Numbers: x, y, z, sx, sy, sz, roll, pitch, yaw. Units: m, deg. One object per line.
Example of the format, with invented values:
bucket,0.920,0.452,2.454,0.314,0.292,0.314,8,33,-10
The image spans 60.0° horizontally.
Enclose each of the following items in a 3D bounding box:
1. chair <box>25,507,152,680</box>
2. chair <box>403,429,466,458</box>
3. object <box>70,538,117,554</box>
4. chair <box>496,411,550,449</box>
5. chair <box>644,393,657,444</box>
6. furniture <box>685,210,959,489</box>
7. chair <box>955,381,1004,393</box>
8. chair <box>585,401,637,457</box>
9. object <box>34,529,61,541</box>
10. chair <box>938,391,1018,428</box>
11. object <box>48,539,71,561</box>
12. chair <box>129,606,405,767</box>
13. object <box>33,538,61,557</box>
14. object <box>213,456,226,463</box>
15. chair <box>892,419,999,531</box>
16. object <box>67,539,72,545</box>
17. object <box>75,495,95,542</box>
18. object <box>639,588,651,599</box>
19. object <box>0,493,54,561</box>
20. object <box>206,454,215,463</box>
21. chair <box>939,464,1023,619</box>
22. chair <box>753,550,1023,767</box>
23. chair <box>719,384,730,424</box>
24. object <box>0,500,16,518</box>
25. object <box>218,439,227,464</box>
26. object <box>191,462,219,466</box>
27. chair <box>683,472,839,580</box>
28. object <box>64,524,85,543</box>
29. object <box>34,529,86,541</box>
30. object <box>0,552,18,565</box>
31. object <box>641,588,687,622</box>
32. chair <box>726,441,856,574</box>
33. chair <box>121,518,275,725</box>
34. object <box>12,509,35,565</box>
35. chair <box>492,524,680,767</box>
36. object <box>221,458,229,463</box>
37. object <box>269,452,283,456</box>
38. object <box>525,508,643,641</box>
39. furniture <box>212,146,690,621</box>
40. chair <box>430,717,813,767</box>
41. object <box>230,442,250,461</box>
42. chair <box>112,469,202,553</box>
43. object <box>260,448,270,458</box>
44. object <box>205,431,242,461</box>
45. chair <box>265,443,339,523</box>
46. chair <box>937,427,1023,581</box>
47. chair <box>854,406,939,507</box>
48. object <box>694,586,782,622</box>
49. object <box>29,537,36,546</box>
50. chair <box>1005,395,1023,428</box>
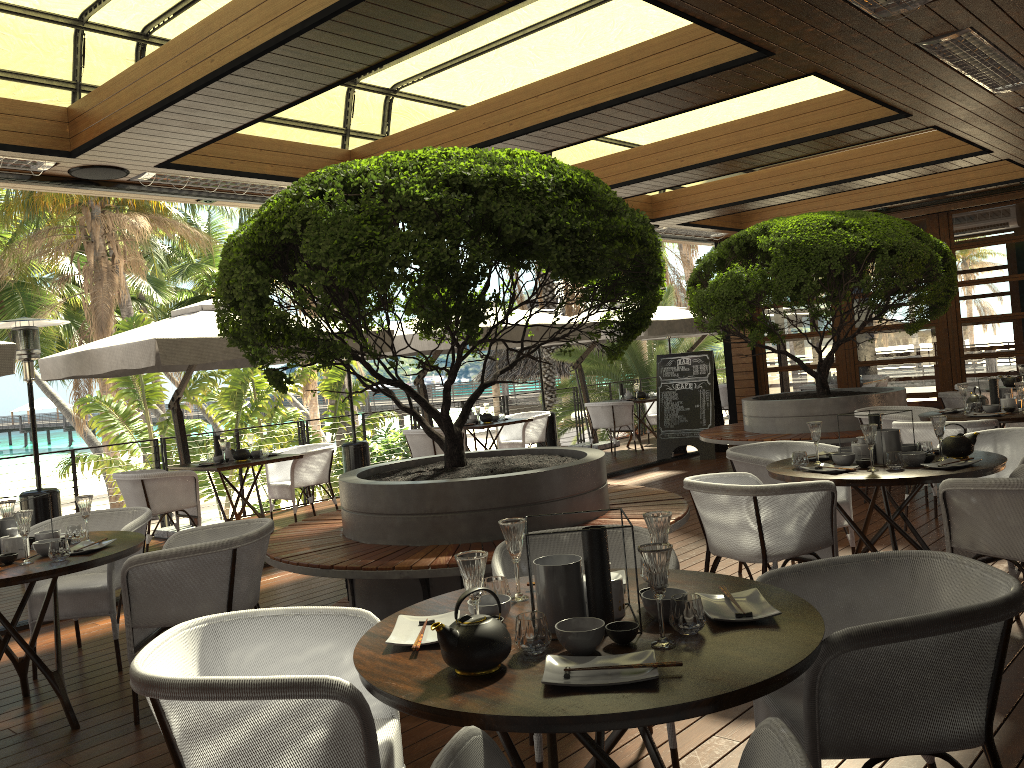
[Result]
chair,-2.328,1.134,4.950,0.627,0.788,0.617,-5,1,-2
chair,-0.906,0.897,10.351,0.627,0.788,0.617,-5,1,43
object,-1.949,0.750,4.089,0.170,0.025,0.295,-5,1,3
chair,0.191,0.776,11.529,0.627,0.788,0.617,-5,1,43
chair,2.486,0.522,14.070,0.627,0.788,0.617,-5,1,43
furniture,3.176,-0.384,9.154,2.568,2.722,2.720,-5,1,7
chair,5.244,0.372,9.683,0.628,0.788,0.616,-5,1,-17
chair,1.428,0.638,12.936,0.627,0.788,0.617,-5,1,43
object,-2.261,0.752,4.322,0.116,0.065,0.116,-5,1,25
chair,4.589,0.450,8.704,0.617,0.788,0.627,-5,1,-17
object,-1.969,0.725,3.856,0.086,0.086,0.086,-5,1,-37
chair,-0.614,1.039,2.323,0.617,0.788,0.627,-5,1,-2
object,-2.107,0.745,4.023,0.116,0.065,0.116,-5,1,2
object,-2.746,0.711,8.325,0.116,0.065,0.116,-4,1,41
chair,3.094,0.631,6.316,0.617,0.788,0.627,-5,1,-42
object,-2.104,0.753,4.150,0.080,0.042,0.080,-4,1,32
object,-2.045,0.650,4.256,0.082,0.227,0.082,-5,0,4
object,0.380,0.573,2.367,0.080,0.042,0.080,-5,1,0
object,-2.311,0.662,4.076,0.263,0.264,0.263,-5,1,-2
object,-2.842,0.707,8.383,0.086,0.086,0.086,-6,1,-43
chair,2.327,0.749,3.907,0.628,0.788,0.616,-5,1,-27
chair,1.004,0.897,2.349,0.617,0.788,0.627,-5,1,-2
chair,3.673,0.390,15.422,0.627,0.788,0.617,-5,1,43
object,-2.462,0.685,4.336,0.082,0.227,0.082,-5,0,-13
object,-2.660,0.622,8.181,0.082,0.227,0.082,-5,0,43
object,-2.814,0.740,8.176,0.294,0.025,0.170,-4,2,42
chair,1.219,0.836,4.367,0.617,0.788,0.627,-5,1,-27
object,-2.128,0.729,4.316,0.086,0.086,0.086,-4,1,44
object,-2.333,0.775,4.490,0.294,0.025,0.170,-5,1,-2
object,-2.207,0.768,3.886,0.080,0.042,0.080,-5,1,-3
object,0.388,0.563,2.247,0.116,0.065,0.116,-5,1,22
chair,1.695,0.772,5.446,0.628,0.788,0.616,-5,1,-27
chair,-1.401,1.071,4.121,0.617,0.788,0.627,-5,1,-2
object,-2.114,0.665,3.848,0.082,0.227,0.082,-5,0,-13
chair,0.271,0.946,3.099,0.627,0.788,0.617,-5,1,-2
object,-2.672,0.717,8.259,0.080,0.042,0.080,-5,1,4
object,-2.400,0.692,8.737,0.294,0.025,0.170,-4,2,42
object,0.176,0.482,2.281,0.263,0.264,0.263,-5,1,1
furniture,-0.343,0.003,5.361,2.614,2.722,2.697,-5,1,33
chair,0.196,0.987,1.436,0.627,0.788,0.617,-5,1,8
object,-2.565,0.636,8.392,0.163,0.179,0.168,-4,1,44
chair,-3.152,1.146,7.863,0.627,0.788,0.617,-5,1,43
object,-2.379,0.663,8.526,0.086,0.086,0.086,-6,1,-43
object,-2.789,0.609,8.596,0.263,0.264,0.263,-5,1,-3
chair,-2.095,1.029,8.997,0.627,0.788,0.617,-5,1,43
chair,2.884,0.675,5.088,0.617,0.788,0.627,-5,1,-27
chair,3.275,0.591,7.482,0.628,0.788,0.616,-5,1,-42
object,0.571,0.567,2.283,0.170,0.025,0.295,-5,1,1
object,-2.362,0.772,4.320,0.080,0.042,0.080,-5,1,-3
chair,4.516,0.483,7.445,0.617,0.788,0.627,-5,1,-42
